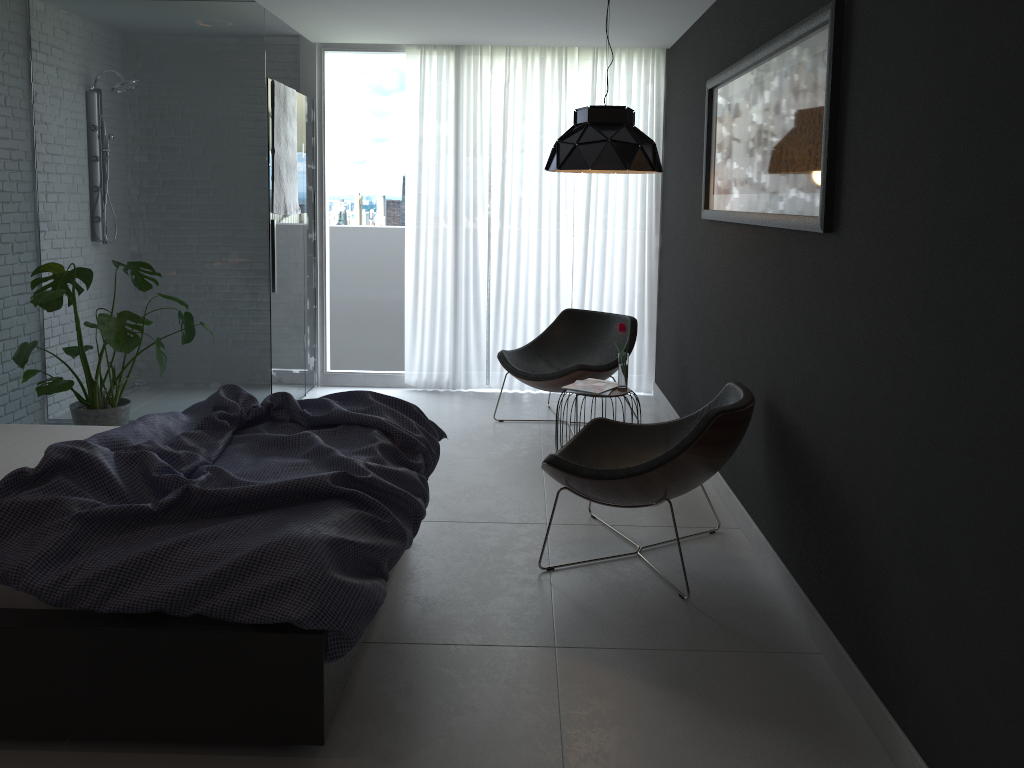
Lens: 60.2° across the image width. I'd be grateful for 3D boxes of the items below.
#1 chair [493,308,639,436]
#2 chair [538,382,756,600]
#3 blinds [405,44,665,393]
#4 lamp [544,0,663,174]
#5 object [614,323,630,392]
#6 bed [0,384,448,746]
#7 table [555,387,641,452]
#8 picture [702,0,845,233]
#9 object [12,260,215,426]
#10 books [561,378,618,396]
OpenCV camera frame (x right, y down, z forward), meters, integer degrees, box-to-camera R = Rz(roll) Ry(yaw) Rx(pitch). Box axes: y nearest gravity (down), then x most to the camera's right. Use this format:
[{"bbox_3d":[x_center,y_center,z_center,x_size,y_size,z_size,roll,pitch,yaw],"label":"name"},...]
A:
[{"bbox_3d":[0.365,-0.093,5.641,0.795,0.684,0.819,10,13,42],"label":"chair"},{"bbox_3d":[0.543,0.350,3.558,0.815,0.684,0.798,5,11,21],"label":"chair"},{"bbox_3d":[0.151,-1.274,6.375,1.852,2.669,0.138,1,7,1],"label":"blinds"},{"bbox_3d":[0.477,-1.528,4.465,0.584,0.893,0.614,4,9,18],"label":"lamp"},{"bbox_3d":[0.572,-0.137,4.594,0.066,0.352,0.077,6,9,32],"label":"object"},{"bbox_3d":[-1.574,-0.246,2.965,2.607,2.021,2.591,1,10,1],"label":"bed"},{"bbox_3d":[0.457,0.239,4.687,0.451,0.431,0.456,-3,10,-22],"label":"table"},{"bbox_3d":[1.025,-1.042,3.747,0.041,0.714,1.975,1,11,1],"label":"picture"},{"bbox_3d":[-2.145,-0.145,4.809,0.853,1.037,1.000,4,10,19],"label":"object"},{"bbox_3d":[-3.247,0.413,3.323,8.244,0.368,0.410,-3,11,-20],"label":"books"}]
